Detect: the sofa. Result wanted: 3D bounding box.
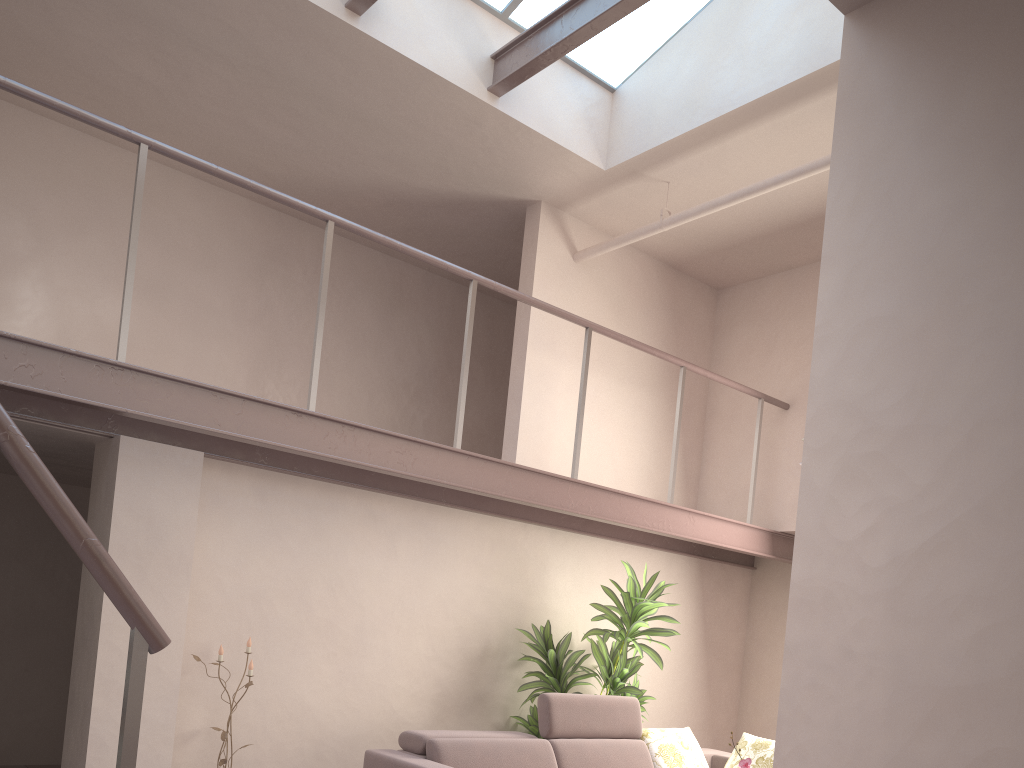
[{"bbox_3d":[0.844,2.177,4.714,3.272,0.922,2.149,17,-17,-38],"label":"sofa"}]

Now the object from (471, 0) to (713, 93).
[{"bbox_3d":[-0.359,-2.944,3.425,4.713,0.659,2.327,18,-19,-38],"label":"object"}]

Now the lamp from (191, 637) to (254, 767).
[{"bbox_3d":[-1.536,1.868,4.747,0.341,1.109,0.236,6,-2,-6],"label":"lamp"}]

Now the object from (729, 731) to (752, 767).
[{"bbox_3d":[1.051,1.789,3.858,0.310,0.586,0.363,10,-6,-44],"label":"object"}]

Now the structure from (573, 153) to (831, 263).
[{"bbox_3d":[1.740,-1.317,4.911,0.112,0.319,4.115,8,-13,-38],"label":"structure"}]

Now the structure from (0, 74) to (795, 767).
[{"bbox_3d":[0.426,0.817,4.062,7.463,3.149,3.752,16,-14,-38],"label":"structure"}]
